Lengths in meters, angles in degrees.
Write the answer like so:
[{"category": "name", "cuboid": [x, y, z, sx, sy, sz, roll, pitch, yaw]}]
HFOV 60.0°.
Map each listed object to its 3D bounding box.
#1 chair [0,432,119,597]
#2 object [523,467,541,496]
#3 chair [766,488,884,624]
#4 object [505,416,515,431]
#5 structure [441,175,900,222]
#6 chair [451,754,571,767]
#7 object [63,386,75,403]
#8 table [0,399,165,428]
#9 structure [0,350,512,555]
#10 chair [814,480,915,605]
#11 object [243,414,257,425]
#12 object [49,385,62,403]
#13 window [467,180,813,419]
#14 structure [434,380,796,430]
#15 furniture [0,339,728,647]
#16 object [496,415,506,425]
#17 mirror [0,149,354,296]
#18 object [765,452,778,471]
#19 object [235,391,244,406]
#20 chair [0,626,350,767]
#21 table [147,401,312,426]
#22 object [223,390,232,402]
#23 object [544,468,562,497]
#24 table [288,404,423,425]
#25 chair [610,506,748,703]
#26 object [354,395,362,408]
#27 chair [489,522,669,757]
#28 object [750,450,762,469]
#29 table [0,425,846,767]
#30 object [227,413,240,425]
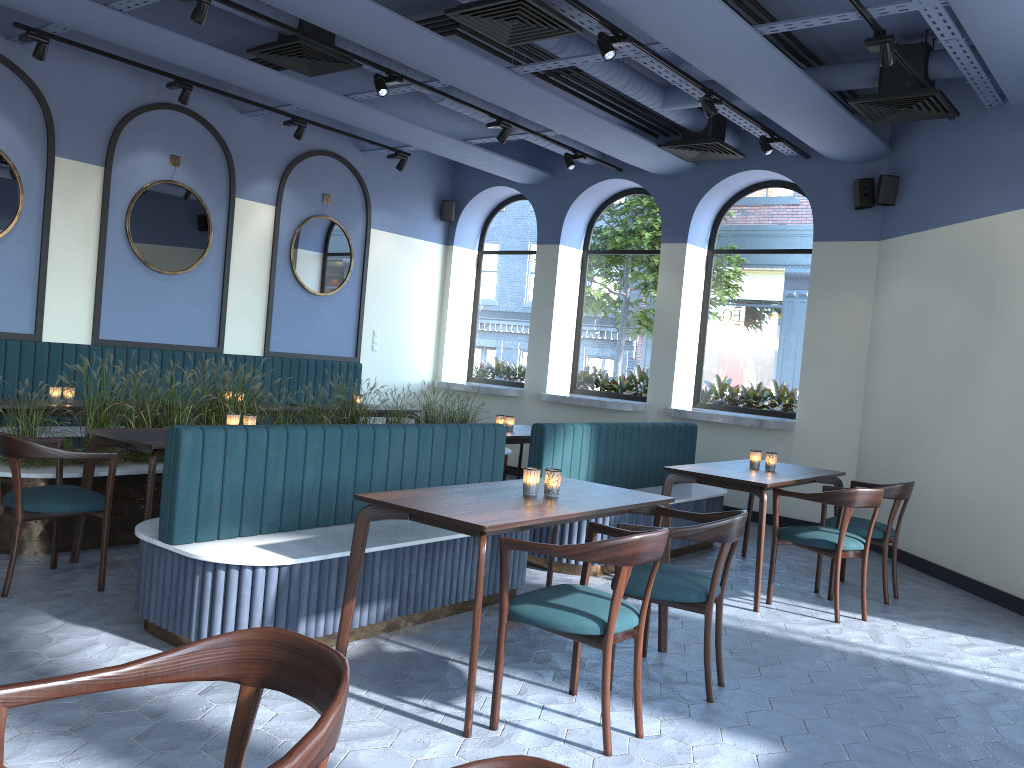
[{"category": "chair", "cuboid": [-2.371, 0.627, 4.493, 0.618, 0.793, 0.525, 6, 2, 37]}, {"category": "object", "cuboid": [0.086, 0.439, 3.996, 0.078, 0.120, 0.078, 6, 2, 21]}, {"category": "chair", "cuboid": [1.925, 0.982, 5.357, 0.618, 0.793, 0.525, 4, 2, -28]}, {"category": "object", "cuboid": [-0.018, 0.328, 7.365, 0.078, 0.120, 0.078, 4, 2, -35]}, {"category": "structure", "cuboid": [-1.817, -2.026, 4.392, 7.261, 0.268, 13.143, 6, 2, 21]}, {"category": "chair", "cuboid": [-0.079, 0.934, 1.047, 0.618, 0.793, 0.525, 6, 2, 37]}, {"category": "object", "cuboid": [-3.191, 0.076, 6.384, 0.078, 0.120, 0.078, 4, 2, -35]}, {"category": "table", "cuboid": [-3.225, 0.512, 6.389, 0.548, 0.755, 1.285, 6, 2, 38]}, {"category": "structure", "cuboid": [-1.698, 0.402, 6.985, 1.143, 1.207, 4.878, 6, 2, 39]}, {"category": "chair", "cuboid": [2.348, 1.004, 5.898, 0.525, 0.793, 0.618, 6, 2, 37]}, {"category": "object", "cuboid": [-1.603, 0.246, 5.414, 0.078, 0.120, 0.078, 6, 2, 21]}, {"category": "object", "cuboid": [-3.247, 0.074, 6.303, 0.078, 0.120, 0.078, 4, 2, -35]}, {"category": "window", "cuboid": [1.609, -0.816, 4.375, 3.897, 2.394, 14.212, 5, 2, -1]}, {"category": "structure", "cuboid": [1.282, 0.387, 4.389, 4.315, 0.080, 14.155, 5, 2, -1]}, {"category": "furniture", "cuboid": [-1.434, 0.461, 6.776, 4.703, 1.150, 4.800, 6, 2, 38]}, {"category": "object", "cuboid": [-0.098, 0.320, 7.421, 0.078, 0.120, 0.078, 4, 2, -35]}, {"category": "mirror", "cuboid": [-3.101, -1.549, 8.158, 0.026, 1.089, 4.357, 6, 2, 38]}, {"category": "object", "cuboid": [1.758, 0.526, 6.024, 0.078, 0.120, 0.078, 4, 2, -35]}, {"category": "object", "cuboid": [-2.301, 0.122, 7.480, 0.078, 0.120, 0.078, 6, 2, 21]}, {"category": "chair", "cuboid": [-0.577, 0.876, 1.516, 0.618, 0.793, 0.525, 6, 2, 37]}, {"category": "table", "cuboid": [-2.377, 0.555, 7.475, 0.548, 0.755, 1.332, 6, 2, 38]}, {"category": "object", "cuboid": [-2.397, 0.114, 7.463, 0.078, 0.120, 0.078, 6, 2, 21]}, {"category": "object", "cuboid": [0.182, 0.447, 4.013, 0.078, 0.120, 0.078, 6, 2, 21]}, {"category": "table", "cuboid": [-1.516, 0.598, 8.578, 0.548, 0.755, 1.332, 6, 2, 38]}, {"category": "chair", "cuboid": [0.727, 0.920, 3.897, 0.525, 0.793, 0.618, 6, 2, 24]}, {"category": "object", "cuboid": [-1.476, 0.165, 8.496, 0.078, 0.120, 0.078, 6, 2, 21]}, {"category": "chair", "cuboid": [0.280, 0.898, 3.327, 0.525, 0.793, 0.618, 6, 2, 37]}, {"category": "object", "cuboid": [1.667, 0.517, 6.075, 0.078, 0.120, 0.078, 4, 2, -35]}, {"category": "table", "cuboid": [-0.965, 0.804, 3.337, 3.997, 0.755, 9.778, 6, 2, 22]}, {"category": "object", "cuboid": [-1.699, 0.238, 5.397, 0.078, 0.120, 0.078, 6, 2, 21]}]
